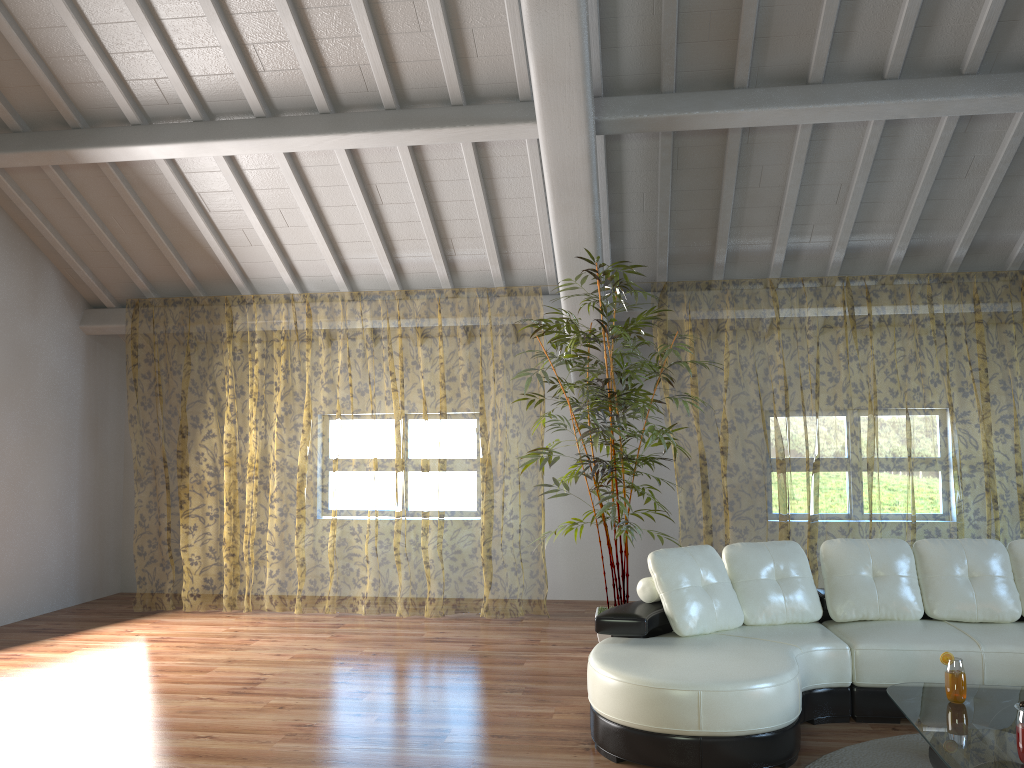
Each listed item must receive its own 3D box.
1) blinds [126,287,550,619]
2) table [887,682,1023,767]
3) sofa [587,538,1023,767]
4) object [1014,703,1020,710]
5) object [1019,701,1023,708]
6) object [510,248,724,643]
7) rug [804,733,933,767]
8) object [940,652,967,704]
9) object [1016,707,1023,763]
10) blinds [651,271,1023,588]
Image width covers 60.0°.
[{"bbox_3d":[-1.459,0.538,7.052,3.505,2.546,0.306,-1,-4,8],"label":"blinds"},{"bbox_3d":[2.024,1.345,3.042,1.201,0.290,1.201,-1,-4,11],"label":"table"},{"bbox_3d":[1.780,1.204,4.375,3.047,0.805,1.359,1,-4,-13],"label":"sofa"},{"bbox_3d":[1.933,1.199,3.229,0.178,0.031,0.178,0,-4,1],"label":"object"},{"bbox_3d":[1.893,1.188,3.277,0.032,0.031,0.031,-3,-5,36],"label":"object"},{"bbox_3d":[0.641,0.452,5.572,1.399,2.473,1.177,-3,-5,33],"label":"object"},{"bbox_3d":[2.078,1.484,2.840,2.313,0.020,2.307,1,-4,-21],"label":"rug"},{"bbox_3d":[1.713,1.134,3.432,0.081,0.192,0.075,-4,-6,43],"label":"object"},{"bbox_3d":[1.610,1.086,2.760,0.081,0.192,0.075,1,-4,-17],"label":"object"},{"bbox_3d":[2.806,0.466,6.462,3.505,2.546,0.306,-1,-4,8],"label":"blinds"}]
